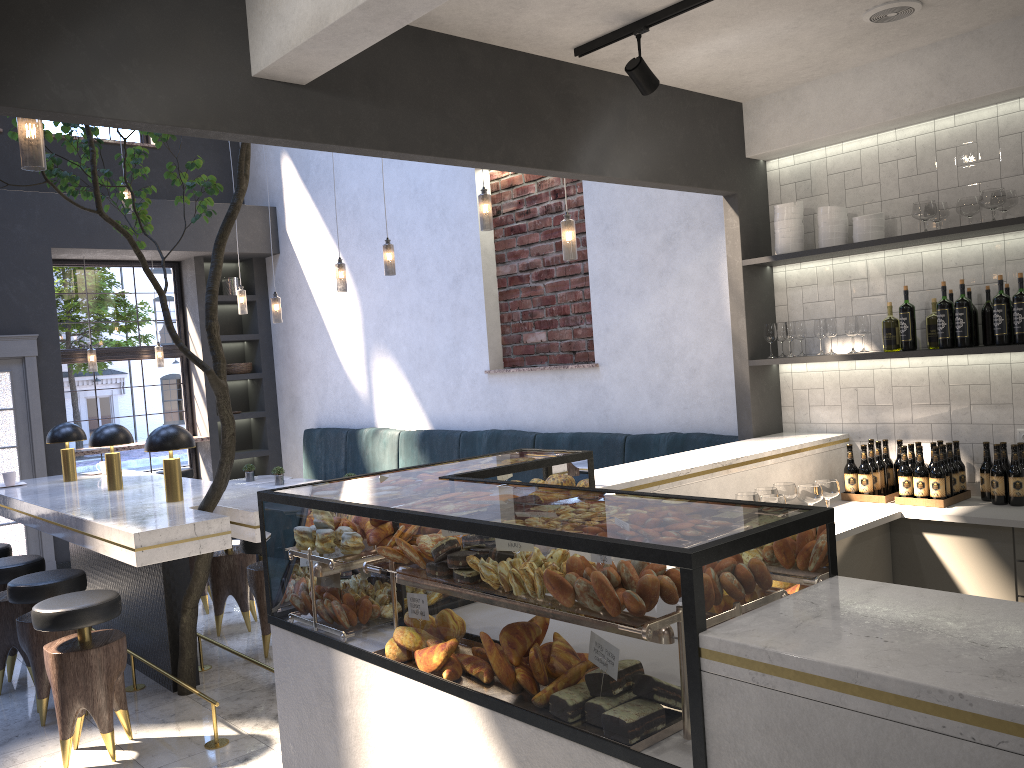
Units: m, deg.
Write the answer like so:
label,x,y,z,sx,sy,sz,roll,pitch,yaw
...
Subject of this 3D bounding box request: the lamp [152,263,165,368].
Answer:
label,x,y,z,sx,sy,sz,roll,pitch,yaw
lamp,-3.692,-0.882,9.156,0.078,1.429,0.078,-5,2,-11

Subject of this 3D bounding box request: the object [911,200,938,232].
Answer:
label,x,y,z,sx,sy,sz,roll,pitch,yaw
object,1.953,-0.786,4.194,0.114,0.147,0.114,-6,2,-36

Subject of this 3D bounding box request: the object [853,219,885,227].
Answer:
label,x,y,z,sx,sy,sz,roll,pitch,yaw
object,1.814,-0.800,4.505,0.153,0.062,0.153,-5,2,-12

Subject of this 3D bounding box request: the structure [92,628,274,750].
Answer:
label,x,y,z,sx,sy,sz,roll,pitch,yaw
structure,-2.348,1.603,5.518,0.496,0.210,3.499,-6,2,-41

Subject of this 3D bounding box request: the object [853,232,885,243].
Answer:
label,x,y,z,sx,sy,sz,roll,pitch,yaw
object,1.814,-0.735,4.508,0.153,0.055,0.153,-4,2,11

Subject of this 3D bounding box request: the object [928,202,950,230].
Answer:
label,x,y,z,sx,sy,sz,roll,pitch,yaw
object,2.052,-0.795,4.281,0.114,0.147,0.114,-6,2,-36

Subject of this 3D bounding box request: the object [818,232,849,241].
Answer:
label,x,y,z,sx,sy,sz,roll,pitch,yaw
object,1.687,-0.765,4.652,0.153,0.074,0.154,-6,2,-38

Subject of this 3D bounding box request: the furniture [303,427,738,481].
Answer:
label,x,y,z,sx,sy,sz,roll,pitch,yaw
furniture,-2.521,1.150,5.291,6.018,1.151,5.341,-6,2,-41

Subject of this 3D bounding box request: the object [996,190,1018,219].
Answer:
label,x,y,z,sx,sy,sz,roll,pitch,yaw
object,2.250,-0.804,4.053,0.114,0.147,0.114,-6,2,-36

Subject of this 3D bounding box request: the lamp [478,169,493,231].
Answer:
label,x,y,z,sx,sy,sz,roll,pitch,yaw
lamp,-0.305,-2.994,5.390,0.078,4.106,0.078,-3,2,34

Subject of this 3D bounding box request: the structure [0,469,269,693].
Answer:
label,x,y,z,sx,sy,sz,roll,pitch,yaw
structure,-2.378,1.184,5.503,0.989,1.050,3.490,-6,2,-41

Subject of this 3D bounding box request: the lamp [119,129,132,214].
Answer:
label,x,y,z,sx,sy,sz,roll,pitch,yaw
lamp,-3.137,-3.373,6.805,0.078,4.106,0.078,-3,2,34

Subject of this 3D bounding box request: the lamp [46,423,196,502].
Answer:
label,x,y,z,sx,sy,sz,roll,pitch,yaw
lamp,-0.679,-1.017,2.324,8.837,3.257,4.180,-3,2,32

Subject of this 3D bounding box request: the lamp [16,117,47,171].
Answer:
label,x,y,z,sx,sy,sz,roll,pitch,yaw
lamp,-1.836,-2.805,3.051,0.078,4.106,0.078,-5,2,-11

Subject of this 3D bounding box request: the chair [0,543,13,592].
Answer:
label,x,y,z,sx,sy,sz,roll,pitch,yaw
chair,-3.357,1.411,5.637,0.372,0.737,0.370,-3,3,40

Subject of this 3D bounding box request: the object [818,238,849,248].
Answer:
label,x,y,z,sx,sy,sz,roll,pitch,yaw
object,1.687,-0.729,4.654,0.153,0.055,0.153,-4,2,11

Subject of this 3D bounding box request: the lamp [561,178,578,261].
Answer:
label,x,y,z,sx,sy,sz,roll,pitch,yaw
lamp,0.175,-2.739,4.872,0.078,4.106,0.078,-3,2,34

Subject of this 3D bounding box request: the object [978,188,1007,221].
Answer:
label,x,y,z,sx,sy,sz,roll,pitch,yaw
object,2.152,-0.794,3.967,0.114,0.147,0.114,-6,2,-36

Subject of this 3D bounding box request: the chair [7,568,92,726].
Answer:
label,x,y,z,sx,sy,sz,roll,pitch,yaw
chair,-2.394,1.366,4.630,0.372,0.737,0.370,-5,2,-14

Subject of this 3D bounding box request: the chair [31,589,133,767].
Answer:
label,x,y,z,sx,sy,sz,roll,pitch,yaw
chair,-1.965,1.350,4.071,0.372,0.737,0.370,-4,2,2

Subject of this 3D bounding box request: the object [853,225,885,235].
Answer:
label,x,y,z,sx,sy,sz,roll,pitch,yaw
object,1.815,-0.770,4.506,0.153,0.074,0.154,-6,2,-38

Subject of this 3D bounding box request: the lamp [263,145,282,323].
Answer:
label,x,y,z,sx,sy,sz,roll,pitch,yaw
lamp,-2.172,-2.574,7.571,0.078,4.106,0.078,-3,2,34

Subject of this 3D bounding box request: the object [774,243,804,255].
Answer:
label,x,y,z,sx,sy,sz,roll,pitch,yaw
object,1.496,-0.718,4.778,0.153,0.055,0.153,-4,2,11

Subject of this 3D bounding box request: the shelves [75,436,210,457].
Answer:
label,x,y,z,sx,sy,sz,roll,pitch,yaw
shelves,-4.952,0.740,8.018,4.401,0.043,0.384,-6,2,-41

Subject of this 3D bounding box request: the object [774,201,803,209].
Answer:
label,x,y,z,sx,sy,sz,roll,pitch,yaw
object,1.485,-0.943,4.761,0.153,0.070,0.153,-4,2,5

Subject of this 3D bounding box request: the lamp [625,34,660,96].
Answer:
label,x,y,z,sx,sy,sz,roll,pitch,yaw
lamp,0.524,-1.292,3.590,0.087,0.235,0.157,-2,3,43

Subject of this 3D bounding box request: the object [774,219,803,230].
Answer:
label,x,y,z,sx,sy,sz,roll,pitch,yaw
object,1.489,-0.845,4.769,0.153,0.060,0.153,-3,2,31

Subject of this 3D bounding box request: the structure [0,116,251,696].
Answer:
label,x,y,z,sx,sy,sz,roll,pitch,yaw
structure,-1.898,-1.303,4.698,3.744,5.990,2.805,-4,2,2

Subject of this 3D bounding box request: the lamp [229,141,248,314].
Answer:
label,x,y,z,sx,sy,sz,roll,pitch,yaw
lamp,-2.618,-2.688,8.067,0.078,4.106,0.078,-3,2,34

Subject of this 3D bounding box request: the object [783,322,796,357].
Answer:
label,x,y,z,sx,sy,sz,roll,pitch,yaw
object,1.497,-0.240,4.775,0.070,0.188,0.070,-3,3,40

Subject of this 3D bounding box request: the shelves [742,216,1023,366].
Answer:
label,x,y,z,sx,sy,sz,roll,pitch,yaw
shelves,2.578,-0.451,3.614,0.300,0.580,3.601,-6,2,-41

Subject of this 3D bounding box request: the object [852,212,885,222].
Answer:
label,x,y,z,sx,sy,sz,roll,pitch,yaw
object,1.810,-0.832,4.501,0.153,0.075,0.154,-4,2,16

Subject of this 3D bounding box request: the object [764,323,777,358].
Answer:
label,x,y,z,sx,sy,sz,roll,pitch,yaw
object,1.419,-0.237,4.864,0.070,0.188,0.070,-3,3,40

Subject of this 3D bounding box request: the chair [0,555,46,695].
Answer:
label,x,y,z,sx,sy,sz,roll,pitch,yaw
chair,-2.879,1.389,5.135,0.372,0.737,0.370,-4,2,2

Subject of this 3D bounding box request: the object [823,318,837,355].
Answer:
label,x,y,z,sx,sy,sz,roll,pitch,yaw
object,1.652,-0.247,4.597,0.070,0.188,0.070,-3,3,40

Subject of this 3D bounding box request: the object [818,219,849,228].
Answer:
label,x,y,z,sx,sy,sz,roll,pitch,yaw
object,1.683,-0.827,4.648,0.153,0.075,0.154,-4,2,16

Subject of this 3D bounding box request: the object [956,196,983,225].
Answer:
label,x,y,z,sx,sy,sz,roll,pitch,yaw
object,2.151,-0.800,4.167,0.114,0.147,0.114,-6,2,-36

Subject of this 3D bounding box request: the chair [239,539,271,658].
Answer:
label,x,y,z,sx,sy,sz,roll,pitch,yaw
chair,-1.454,1.275,5.450,0.372,0.737,0.370,-4,2,2

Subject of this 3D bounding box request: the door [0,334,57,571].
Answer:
label,x,y,z,sx,sy,sz,roll,pitch,yaw
door,-4.606,0.706,7.618,1.131,2.220,0.152,-6,3,-41

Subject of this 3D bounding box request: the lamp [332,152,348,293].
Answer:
label,x,y,z,sx,sy,sz,roll,pitch,yaw
lamp,-1.452,-2.751,6.728,0.078,4.106,0.078,-4,2,11

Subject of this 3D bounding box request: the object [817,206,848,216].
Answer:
label,x,y,z,sx,sy,sz,roll,pitch,yaw
object,1.680,-0.892,4.642,0.154,0.076,0.153,-5,2,-20

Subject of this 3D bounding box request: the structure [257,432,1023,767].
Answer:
label,x,y,z,sx,sy,sz,roll,pitch,yaw
structure,2.297,0.810,1.877,3.204,1.300,5.806,-6,2,-41

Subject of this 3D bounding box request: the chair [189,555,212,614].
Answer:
label,x,y,z,sx,sy,sz,roll,pitch,yaw
chair,-2.376,1.315,6.507,0.372,0.737,0.370,-4,2,2

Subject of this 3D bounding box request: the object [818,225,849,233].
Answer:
label,x,y,z,sx,sy,sz,roll,pitch,yaw
object,1.686,-0.795,4.651,0.153,0.062,0.153,-5,2,-12

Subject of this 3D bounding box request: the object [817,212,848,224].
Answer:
label,x,y,z,sx,sy,sz,roll,pitch,yaw
object,1.680,-0.856,4.645,0.153,0.060,0.153,-3,2,31

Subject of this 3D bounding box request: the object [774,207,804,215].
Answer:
label,x,y,z,sx,sy,sz,roll,pitch,yaw
object,1.489,-0.911,4.765,0.153,0.067,0.153,-4,2,5

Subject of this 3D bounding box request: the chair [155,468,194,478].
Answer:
label,x,y,z,sx,sy,sz,roll,pitch,yaw
chair,-3.394,1.281,9.004,0.370,0.821,0.371,-4,2,11

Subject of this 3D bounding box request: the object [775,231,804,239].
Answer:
label,x,y,z,sx,sy,sz,roll,pitch,yaw
object,1.495,-0.784,4.775,0.153,0.062,0.153,-5,2,-12

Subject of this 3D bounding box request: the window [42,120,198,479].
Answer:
label,x,y,z,sx,sy,sz,roll,pitch,yaw
window,-1.230,-1.461,3.486,6.402,5.366,12.711,-6,2,-41

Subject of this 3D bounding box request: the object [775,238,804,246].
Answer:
label,x,y,z,sx,sy,sz,roll,pitch,yaw
object,1.496,-0.754,4.776,0.153,0.074,0.154,-6,2,-38

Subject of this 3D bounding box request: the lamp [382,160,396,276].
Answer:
label,x,y,z,sx,sy,sz,roll,pitch,yaw
lamp,-1.014,-2.818,6.220,0.078,4.106,0.078,-4,2,11

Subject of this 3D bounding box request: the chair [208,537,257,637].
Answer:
label,x,y,z,sx,sy,sz,roll,pitch,yaw
chair,-1.915,1.295,5.979,0.372,0.737,0.370,-4,2,2

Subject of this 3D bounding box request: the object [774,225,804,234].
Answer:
label,x,y,z,sx,sy,sz,roll,pitch,yaw
object,1.491,-0.816,4.772,0.153,0.075,0.154,-4,2,16

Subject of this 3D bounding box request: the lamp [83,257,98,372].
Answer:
label,x,y,z,sx,sy,sz,roll,pitch,yaw
lamp,-4.185,-0.834,8.725,0.078,1.429,0.078,-4,2,11

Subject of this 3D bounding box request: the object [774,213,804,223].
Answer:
label,x,y,z,sx,sy,sz,roll,pitch,yaw
object,1.489,-0.881,4.766,0.154,0.076,0.153,-5,2,-20
